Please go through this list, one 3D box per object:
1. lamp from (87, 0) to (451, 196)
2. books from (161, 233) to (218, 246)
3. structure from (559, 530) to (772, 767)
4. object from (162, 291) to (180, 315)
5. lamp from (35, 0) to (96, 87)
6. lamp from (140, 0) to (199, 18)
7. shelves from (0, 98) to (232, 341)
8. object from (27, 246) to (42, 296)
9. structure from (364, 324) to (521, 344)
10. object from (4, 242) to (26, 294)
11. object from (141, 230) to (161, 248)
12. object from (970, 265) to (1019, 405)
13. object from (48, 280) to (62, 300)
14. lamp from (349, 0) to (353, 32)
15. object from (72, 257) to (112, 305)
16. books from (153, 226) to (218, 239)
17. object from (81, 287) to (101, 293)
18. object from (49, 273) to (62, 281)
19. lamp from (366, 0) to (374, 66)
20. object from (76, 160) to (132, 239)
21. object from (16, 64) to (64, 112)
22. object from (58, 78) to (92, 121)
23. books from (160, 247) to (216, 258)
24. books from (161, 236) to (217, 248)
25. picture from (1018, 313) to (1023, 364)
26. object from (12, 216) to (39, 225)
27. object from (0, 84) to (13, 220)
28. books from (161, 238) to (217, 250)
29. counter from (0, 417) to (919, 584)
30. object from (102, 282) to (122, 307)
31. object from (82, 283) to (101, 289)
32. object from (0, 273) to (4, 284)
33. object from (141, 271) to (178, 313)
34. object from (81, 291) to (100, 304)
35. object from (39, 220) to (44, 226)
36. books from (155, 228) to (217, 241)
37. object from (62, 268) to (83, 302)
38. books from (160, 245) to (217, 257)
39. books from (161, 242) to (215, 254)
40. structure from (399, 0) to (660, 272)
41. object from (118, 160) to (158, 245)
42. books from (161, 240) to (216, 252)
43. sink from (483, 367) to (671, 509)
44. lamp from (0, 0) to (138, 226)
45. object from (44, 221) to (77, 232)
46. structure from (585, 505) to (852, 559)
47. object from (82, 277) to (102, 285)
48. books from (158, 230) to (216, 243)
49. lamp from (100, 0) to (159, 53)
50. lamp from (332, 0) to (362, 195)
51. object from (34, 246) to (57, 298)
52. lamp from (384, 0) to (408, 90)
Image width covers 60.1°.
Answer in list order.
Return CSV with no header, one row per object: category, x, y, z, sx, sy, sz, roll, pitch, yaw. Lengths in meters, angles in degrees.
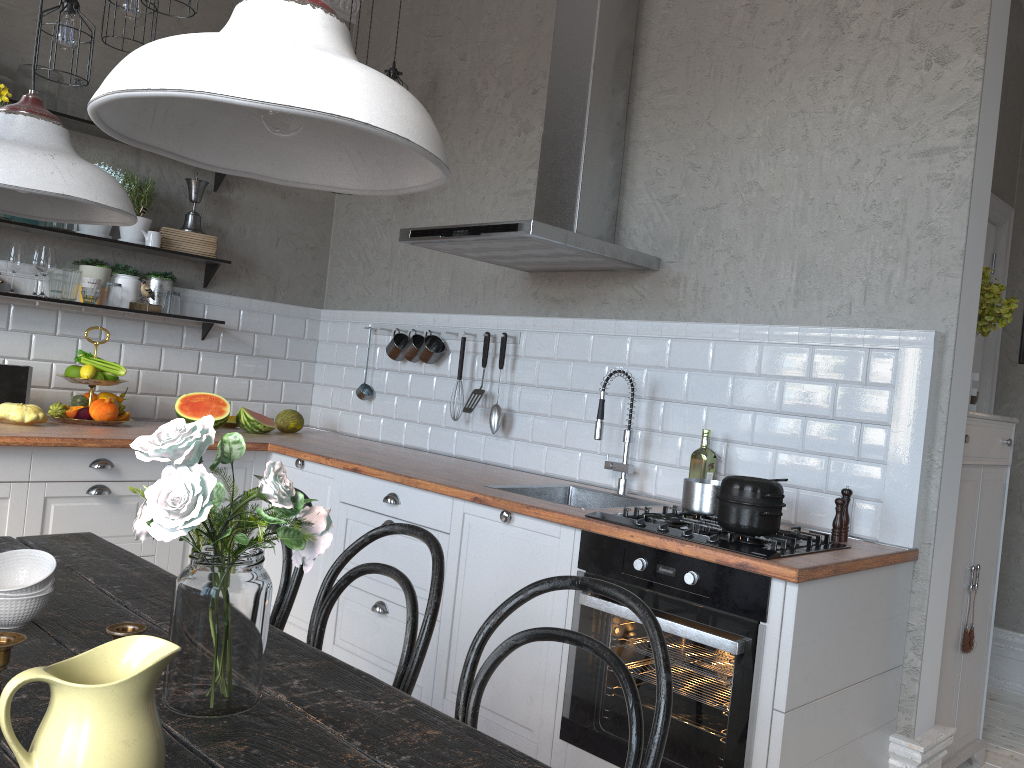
lamp,-0.159,-1.174,0.980,0.382,1.858,0.377,6,0,-8
books,-1.588,-0.697,4.303,0.266,0.011,0.154,6,0,-40
structure,0.583,0.781,2.604,0.609,0.623,0.631,6,0,44
object,-1.616,-0.385,4.210,0.076,0.108,0.079,6,0,38
lamp,-1.268,-1.786,2.676,0.145,1.735,0.148,6,0,11
lamp,-0.909,-1.957,2.578,0.146,1.735,0.147,6,0,1
shelves,-1.922,-0.688,3.954,0.224,0.923,1.345,6,0,44
object,-2.062,-0.485,3.845,0.080,0.217,0.083,6,0,30
structure,-0.369,-0.244,4.202,1.062,0.053,0.096,6,0,44
object,-2.127,-0.491,3.785,0.080,0.217,0.083,6,0,30
object,-1.662,-0.669,4.102,0.107,0.071,0.062,6,0,-16
object,1.682,-0.173,3.326,0.300,0.553,0.337,6,0,-11
object,-2.017,-0.414,3.924,0.079,0.083,0.076,6,0,-28
lamp,-0.697,-1.886,3.968,0.148,1.735,0.145,6,0,-14
object,-1.919,-0.471,4.028,0.153,0.217,0.159,6,0,24
books,-1.584,-0.729,4.303,0.266,0.011,0.154,6,0,-40
object,-1.864,-0.398,3.916,0.075,0.051,0.079,6,0,37
object,-2.013,-0.446,3.924,0.079,0.083,0.076,6,0,-28
lamp,-0.662,-2.014,4.325,0.147,1.735,0.146,6,0,-4
object,-1.869,-0.833,4.035,0.249,0.354,0.230,6,0,-28
object,-2.015,-1.247,3.774,0.173,0.184,0.171,6,0,-7
object,-1.952,-1.258,3.969,0.139,0.220,0.140,6,0,4
books,-1.595,-0.632,4.303,0.267,0.011,0.154,6,0,-43
books,-1.589,-0.687,4.303,0.267,0.011,0.154,6,0,-43
picture,2.674,-0.245,4.182,0.479,0.331,0.014,6,0,44
object,-2.099,-0.764,3.808,0.129,0.172,0.123,6,0,-42
object,-2.080,-0.948,3.607,0.275,0.540,0.195,6,0,36
books,-1.590,-0.676,4.303,0.266,0.011,0.154,6,0,-40
counter,-1.067,0.273,2.693,3.317,0.039,3.230,6,0,44
object,-1.819,-0.406,4.037,0.076,0.108,0.079,6,0,38
object,-1.862,-0.415,3.916,0.078,0.051,0.076,6,0,-27
object,-2.201,-0.444,3.658,0.095,0.111,0.179,6,0,22
object,-1.704,-0.444,4.274,0.150,0.213,0.162,6,0,42
object,-1.866,-0.381,3.916,0.075,0.051,0.079,6,0,37
object,-2.033,-0.803,3.957,0.134,0.264,0.128,6,0,-40
books,-1.585,-0.719,4.303,0.266,0.016,0.154,6,0,-37
object,-1.940,-0.433,3.896,0.078,0.139,0.079,6,0,17
books,-1.593,-0.644,4.303,0.266,0.011,0.154,6,0,-40
books,-1.592,-0.654,4.303,0.266,0.016,0.154,6,0,-34
structure,0.151,-1.283,3.412,0.696,1.596,0.728,6,0,44
object,-1.737,-0.831,4.097,0.169,0.380,0.185,6,0,5
books,-1.591,-0.665,4.303,0.266,0.016,0.154,6,0,-37
sink,0.260,0.287,3.133,0.475,0.720,0.539,6,0,44
lamp,-0.782,-1.242,1.590,0.387,1.858,0.371,6,0,-38
object,-1.947,-0.764,3.837,0.127,0.206,0.123,6,0,-23
structure,0.600,0.417,2.588,0.592,0.031,0.507,6,0,44
object,-1.859,-0.441,3.916,0.076,0.051,0.078,6,0,30
books,-1.587,-0.708,4.303,0.266,0.016,0.154,6,0,-34
lamp,-1.124,-1.930,2.801,0.144,1.735,0.149,6,0,31
lamp,-0.712,-1.765,4.153,0.145,1.735,0.148,6,0,16
object,-1.997,-0.478,3.786,0.080,0.217,0.083,6,0,30
lamp,-0.501,-2.125,4.240,0.145,1.735,0.148,6,0,16
